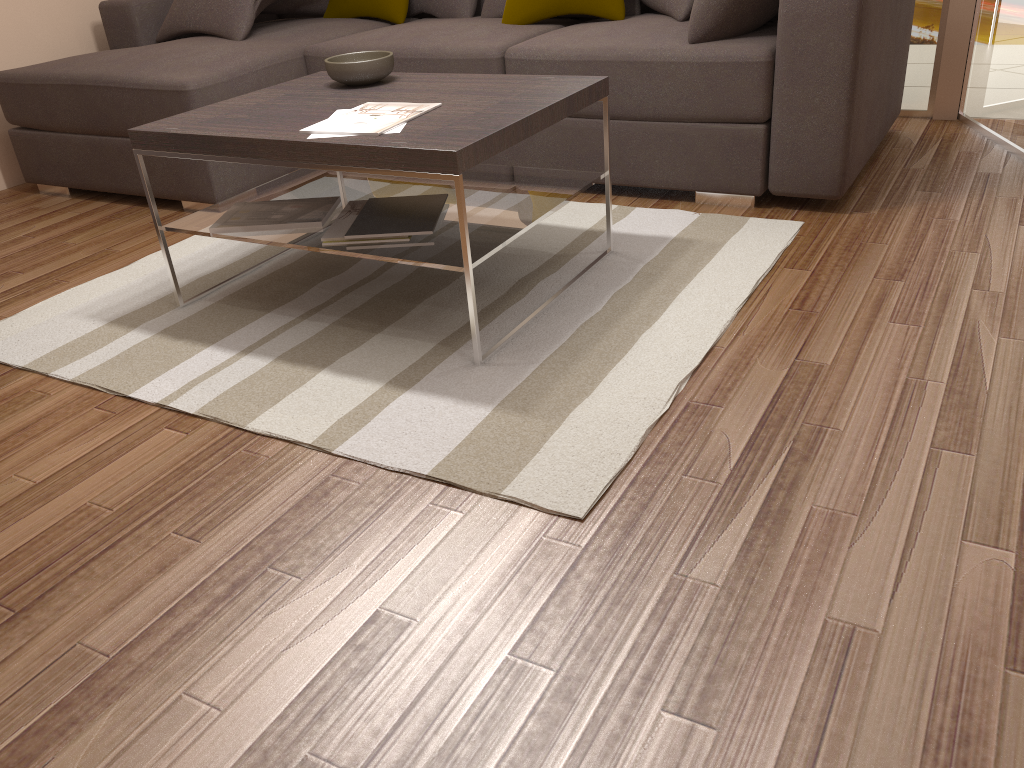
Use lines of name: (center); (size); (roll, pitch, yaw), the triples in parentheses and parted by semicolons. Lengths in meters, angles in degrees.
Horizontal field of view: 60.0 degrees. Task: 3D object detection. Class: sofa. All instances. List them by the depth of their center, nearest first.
sofa: (-0.305, -1.343, 3.899); (3.565, 0.776, 1.906); (11, 33, 27)

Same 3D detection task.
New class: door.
door: (1.889, -2.033, 3.049); (0.060, 2.419, 0.967); (-2, 29, 6)

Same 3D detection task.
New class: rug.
rug: (-0.353, -0.331, 2.843); (2.122, 0.024, 1.791); (11, 33, 27)

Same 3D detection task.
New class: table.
table: (-0.380, -0.577, 2.715); (1.110, 0.558, 0.856); (11, 33, 27)

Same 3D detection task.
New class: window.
window: (0.989, -2.461, 3.969); (1.983, 2.419, 0.020); (11, 33, 27)

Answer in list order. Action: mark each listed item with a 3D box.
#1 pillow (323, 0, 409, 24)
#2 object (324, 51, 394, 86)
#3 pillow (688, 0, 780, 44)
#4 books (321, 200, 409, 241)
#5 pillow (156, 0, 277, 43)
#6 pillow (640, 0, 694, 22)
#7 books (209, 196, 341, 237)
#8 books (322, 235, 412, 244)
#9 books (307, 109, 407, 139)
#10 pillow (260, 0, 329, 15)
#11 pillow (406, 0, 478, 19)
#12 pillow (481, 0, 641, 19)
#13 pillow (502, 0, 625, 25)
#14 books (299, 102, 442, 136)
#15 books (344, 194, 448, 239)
pillow: (-0.705, -2.045, 4.446); (0.631, 0.486, 0.335); (13, 34, 30)
object: (-0.486, -1.010, 2.852); (0.219, 0.081, 0.219); (15, 35, 31)
pillow: (0.972, -1.491, 3.172); (0.560, 0.470, 0.749); (9, 32, 24)
books: (-0.386, -0.476, 2.541); (0.241, 0.008, 0.332); (-2, 29, 6)
pillow: (-1.284, -1.874, 4.205); (0.792, 0.415, 0.645); (15, 35, 32)
pillow: (0.715, -1.847, 3.562); (0.399, 0.635, 0.811); (-10, 29, -9)
books: (-0.701, -0.503, 2.651); (0.332, 0.026, 0.241); (-2, 29, 5)
books: (-0.382, -0.460, 2.535); (0.241, 0.013, 0.332); (-2, 29, 6)
books: (-0.387, -0.700, 2.369); (0.241, 0.008, 0.332); (-2, 29, 5)
pillow: (-1.277, -2.180, 4.526); (0.806, 0.578, 0.483); (-12, 30, -12)
pillow: (-0.342, -2.132, 4.463); (0.787, 0.576, 0.431); (22, 39, 40)
pillow: (0.251, -1.961, 4.020); (0.783, 0.590, 0.459); (8, 32, 23)
pillow: (0.285, -1.783, 3.753); (0.658, 0.492, 0.382); (5, 31, 18)
books: (-0.371, -0.712, 2.374); (0.241, 0.010, 0.332); (9, 32, 23)
books: (-0.321, -0.480, 2.521); (0.241, 0.008, 0.332); (-2, 29, 5)
